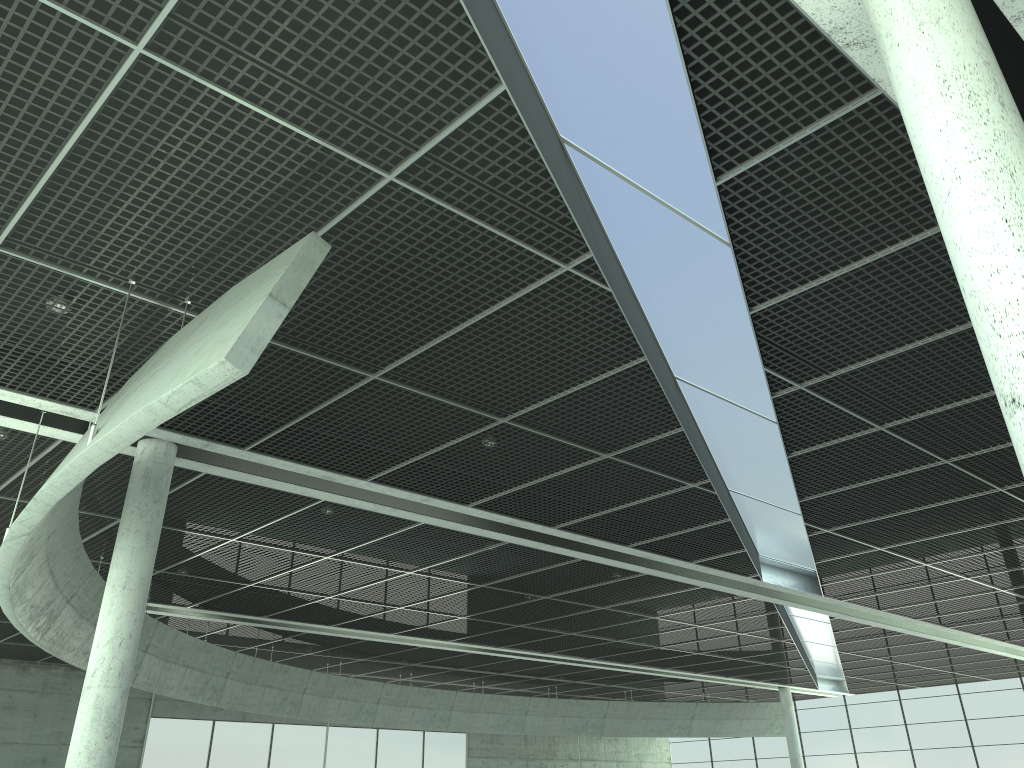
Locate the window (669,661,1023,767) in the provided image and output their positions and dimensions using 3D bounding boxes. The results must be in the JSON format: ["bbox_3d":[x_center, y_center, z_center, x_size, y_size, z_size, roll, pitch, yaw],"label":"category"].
[{"bbox_3d":[16.748,19.617,48.629,100.716,16.078,99.647,23,-36,-37],"label":"window"}]

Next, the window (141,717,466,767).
[{"bbox_3d":[-16.948,39.740,79.332,33.505,10.661,0.159,23,-36,-37],"label":"window"}]
